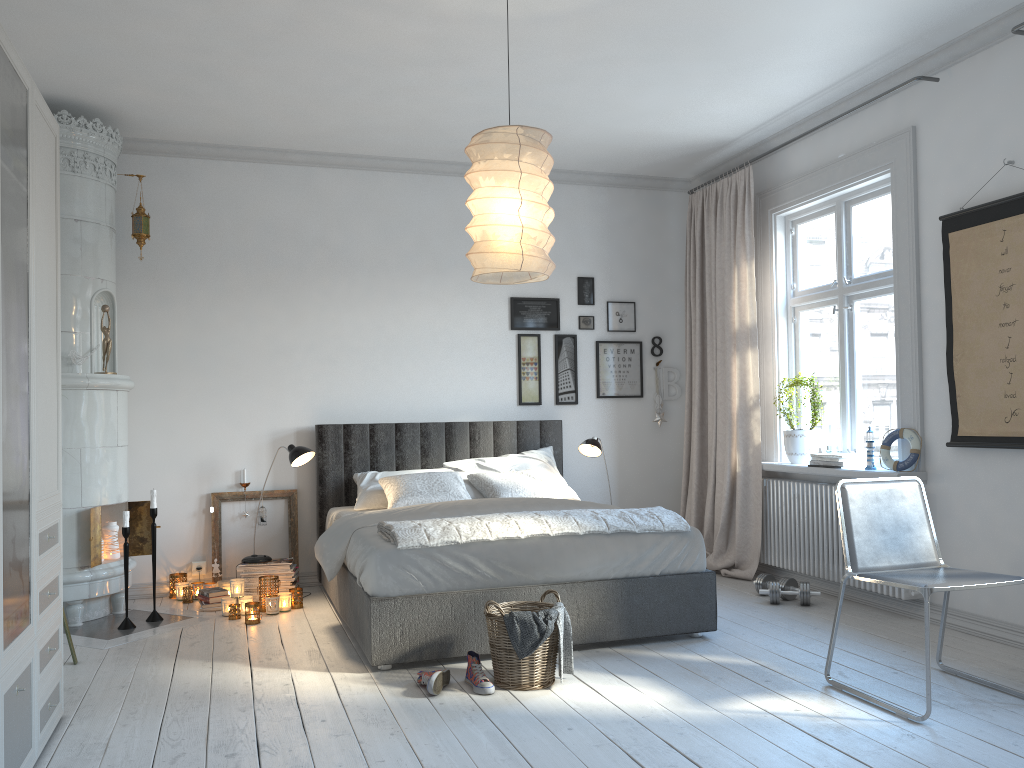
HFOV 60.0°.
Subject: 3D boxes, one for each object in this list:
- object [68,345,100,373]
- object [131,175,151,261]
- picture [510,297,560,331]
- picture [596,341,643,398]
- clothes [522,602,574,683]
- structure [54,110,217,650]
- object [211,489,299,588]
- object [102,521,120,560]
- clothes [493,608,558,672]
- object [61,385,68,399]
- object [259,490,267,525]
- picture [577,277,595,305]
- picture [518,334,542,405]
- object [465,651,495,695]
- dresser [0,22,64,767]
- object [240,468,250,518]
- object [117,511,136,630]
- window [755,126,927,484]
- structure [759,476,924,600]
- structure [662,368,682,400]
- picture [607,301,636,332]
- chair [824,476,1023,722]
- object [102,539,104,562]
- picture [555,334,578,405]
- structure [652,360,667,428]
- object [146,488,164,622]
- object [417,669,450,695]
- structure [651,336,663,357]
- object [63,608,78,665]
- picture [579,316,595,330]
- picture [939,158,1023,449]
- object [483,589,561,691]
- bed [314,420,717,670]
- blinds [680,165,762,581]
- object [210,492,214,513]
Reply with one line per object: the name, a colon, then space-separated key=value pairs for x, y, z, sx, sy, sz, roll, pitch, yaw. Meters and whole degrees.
object: x=-2.298 y=-0.137 z=4.763 sx=0.059 sy=0.165 sz=0.196 roll=-2 pitch=-2 yaw=27
object: x=-2.193 y=-0.976 z=5.237 sx=0.117 sy=0.505 sz=0.105 roll=0 pitch=-2 yaw=-44
picture: x=0.166 y=-0.497 z=6.294 sx=0.365 sy=0.232 sz=0.020 roll=0 pitch=-1 yaw=-18
picture: x=0.788 y=-0.105 z=6.484 sx=0.365 sy=0.415 sz=0.021 roll=-1 pitch=-1 yaw=-18
clothes: x=0.082 y=1.037 z=3.567 sx=0.283 sy=0.288 sz=0.235 roll=-2 pitch=-2 yaw=21
structure: x=-2.337 y=-0.041 z=4.881 sx=1.248 sy=2.835 sz=0.800 roll=-2 pitch=-1 yaw=27
object: x=-1.630 y=0.997 z=5.637 sx=0.528 sy=0.630 sz=0.082 roll=-1 pitch=-1 yaw=-18
object: x=-2.256 y=0.880 z=4.985 sx=0.098 sy=0.210 sz=0.098 roll=-1 pitch=-1 yaw=-19
clothes: x=0.064 y=1.021 z=3.523 sx=0.246 sy=0.270 sz=0.298 roll=-1 pitch=-2 yaw=-17
object: x=-2.147 y=0.231 z=3.947 sx=0.333 sy=0.499 sz=0.300 roll=0 pitch=-2 yaw=-35
object: x=-1.592 y=0.789 z=5.665 sx=0.062 sy=0.228 sz=0.063 roll=-1 pitch=-1 yaw=6
picture: x=0.537 y=-0.673 z=6.421 sx=0.128 sy=0.202 sz=0.011 roll=-1 pitch=-1 yaw=-18
picture: x=0.126 y=-0.102 z=6.271 sx=0.165 sy=0.504 sz=0.020 roll=-1 pitch=-1 yaw=-18
object: x=-0.126 y=1.144 z=3.514 sx=0.083 sy=0.122 sz=0.222 roll=-1 pitch=-2 yaw=-18
dresser: x=-1.727 y=0.095 z=2.498 sx=0.630 sy=2.162 sz=1.433 roll=-1 pitch=-2 yaw=-18
object: x=-1.700 y=0.697 z=5.649 sx=0.067 sy=0.320 sz=0.067 roll=-2 pitch=-1 yaw=31
object: x=-2.024 y=0.969 z=4.653 sx=0.091 sy=0.622 sz=0.091 roll=0 pitch=-2 yaw=-40
window: x=2.540 y=-0.381 z=8.876 sx=11.965 sy=7.006 sz=7.983 roll=0 pitch=-2 yaw=-18
structure: x=1.857 y=0.853 z=5.197 sx=0.195 sy=0.547 sz=1.506 roll=-1 pitch=-2 yaw=-18
structure: x=1.194 y=-0.001 z=6.611 sx=0.146 sy=0.239 sz=0.024 roll=-1 pitch=-1 yaw=-18
picture: x=0.803 y=-0.493 z=6.502 sx=0.225 sy=0.220 sz=0.010 roll=0 pitch=-1 yaw=-18
chair: x=1.564 y=0.765 z=3.329 sx=0.562 sy=0.797 sz=0.525 roll=-1 pitch=-2 yaw=-18
object: x=-2.295 y=0.892 z=4.877 sx=0.093 sy=0.179 sz=0.093 roll=-1 pitch=-1 yaw=-14
picture: x=0.390 y=-0.104 z=6.356 sx=0.165 sy=0.504 sz=0.020 roll=-1 pitch=-1 yaw=-18
structure: x=1.078 y=0.066 z=6.545 sx=0.134 sy=0.514 sz=0.078 roll=0 pitch=-1 yaw=-30
object: x=-1.948 y=0.926 z=4.826 sx=0.091 sy=0.718 sz=0.091 roll=-1 pitch=-1 yaw=-9
object: x=-0.329 y=1.165 z=3.496 sx=0.120 sy=0.084 sz=0.222 roll=-1 pitch=-2 yaw=11
structure: x=1.075 y=-0.278 z=6.577 sx=0.096 sy=0.151 sz=0.014 roll=-1 pitch=-1 yaw=-18
object: x=-2.100 y=0.858 z=3.721 sx=0.431 sy=0.774 sz=0.671 roll=-1 pitch=-2 yaw=-18
picture: x=0.540 y=-0.443 z=6.416 sx=0.119 sy=0.098 sz=0.010 roll=0 pitch=-1 yaw=-18
picture: x=2.252 y=-0.364 z=3.990 sx=0.057 sy=1.312 sz=0.793 roll=-1 pitch=-2 yaw=-18
object: x=0.047 y=1.028 z=3.578 sx=0.319 sy=0.351 sz=0.319 roll=-1 pitch=-2 yaw=14
bed: x=-0.131 y=0.734 z=4.972 sx=1.888 sy=1.046 sz=2.177 roll=0 pitch=-2 yaw=-18
blinds: x=1.354 y=-0.055 z=5.955 sx=0.225 sy=2.646 sz=0.831 roll=-1 pitch=-1 yaw=-18
object: x=-1.889 y=0.744 z=5.571 sx=0.024 sy=0.126 sz=0.023 roll=0 pitch=-1 yaw=-34
